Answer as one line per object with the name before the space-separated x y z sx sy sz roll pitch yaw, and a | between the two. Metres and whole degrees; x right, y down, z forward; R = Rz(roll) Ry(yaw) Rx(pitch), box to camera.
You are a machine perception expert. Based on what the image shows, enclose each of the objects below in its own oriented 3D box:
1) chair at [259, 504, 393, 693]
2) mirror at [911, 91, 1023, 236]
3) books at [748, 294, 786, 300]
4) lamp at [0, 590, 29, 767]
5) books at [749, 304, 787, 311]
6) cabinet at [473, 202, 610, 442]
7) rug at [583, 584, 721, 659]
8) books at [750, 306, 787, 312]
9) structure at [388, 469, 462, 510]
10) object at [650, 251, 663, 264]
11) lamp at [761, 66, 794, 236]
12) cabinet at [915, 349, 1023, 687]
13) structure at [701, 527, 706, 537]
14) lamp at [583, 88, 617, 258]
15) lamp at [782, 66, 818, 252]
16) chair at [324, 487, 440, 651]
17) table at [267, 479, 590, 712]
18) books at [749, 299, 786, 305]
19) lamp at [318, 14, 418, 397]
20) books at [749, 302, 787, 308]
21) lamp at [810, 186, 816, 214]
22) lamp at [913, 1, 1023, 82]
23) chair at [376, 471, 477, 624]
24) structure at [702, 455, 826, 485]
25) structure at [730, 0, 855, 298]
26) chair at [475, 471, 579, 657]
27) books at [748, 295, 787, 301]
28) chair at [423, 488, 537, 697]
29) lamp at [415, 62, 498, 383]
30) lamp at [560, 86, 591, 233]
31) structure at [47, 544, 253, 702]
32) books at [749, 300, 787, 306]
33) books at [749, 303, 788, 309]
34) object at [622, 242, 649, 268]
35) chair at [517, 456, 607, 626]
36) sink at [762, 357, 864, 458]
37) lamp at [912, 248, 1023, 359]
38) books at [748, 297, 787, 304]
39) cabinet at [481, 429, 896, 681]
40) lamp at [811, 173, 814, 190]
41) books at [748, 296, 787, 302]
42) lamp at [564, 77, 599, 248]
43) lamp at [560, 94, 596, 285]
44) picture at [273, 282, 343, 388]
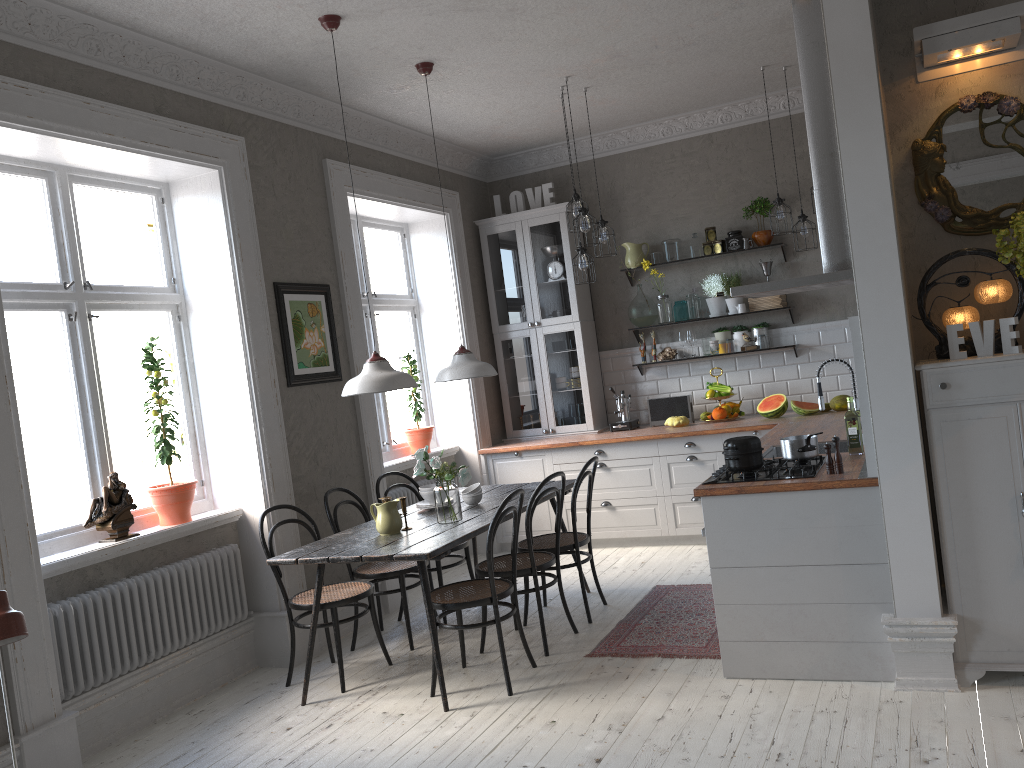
chair | -0.988 1.083 4.646 0.539 0.921 0.446 -7 2 32
mirror | 1.967 -0.924 3.713 0.524 0.593 0.072 -7 2 24
books | 1.999 -0.686 6.943 0.256 0.011 0.160 -7 1 30
lamp | -1.200 0.907 2.133 0.140 0.839 0.247 -8 2 -30
books | 2.010 -0.600 6.945 0.256 0.011 0.160 -7 1 30
cabinet | 0.271 -0.490 7.544 0.866 1.921 0.394 -7 2 24
rug | 0.957 1.279 4.879 0.724 0.014 1.309 -7 1 25
books | 2.011 -0.589 6.945 0.256 0.011 0.160 -7 1 27
structure | -0.666 0.937 6.673 0.146 0.428 1.241 -7 1 23
object | 1.190 -1.025 7.260 0.101 0.111 0.105 -7 2 24
lamp | 1.749 -1.890 6.067 0.149 1.735 0.144 -8 2 -34
cabinet | 2.048 0.520 3.548 0.656 1.297 0.390 -7 2 24
structure | 1.269 0.747 4.156 0.608 0.623 0.632 -7 2 24
lamp | 0.531 -1.734 6.030 0.145 1.735 0.148 -7 2 11
lamp | 1.938 -1.793 6.142 0.147 1.735 0.146 -8 2 -4
chair | -0.754 1.041 5.158 0.541 0.921 0.444 -7 2 22
table | -0.318 1.083 4.949 0.890 0.735 1.950 -7 1 25
books | 2.004 -0.643 6.944 0.256 0.011 0.160 -7 1 27
lamp | -0.775 -0.879 4.379 0.386 1.859 0.372 -8 2 -28
books | 2.007 -0.621 6.944 0.256 0.016 0.161 -7 1 33
lamp | 2.072 -2.065 6.179 0.149 1.735 0.144 -8 2 -24
lamp | 1.873 -1.394 3.624 0.409 0.171 0.223 -7 1 24
chair | -0.530 1.003 5.598 0.538 0.921 0.447 -6 2 37
structure | 1.200 0.389 4.160 0.488 0.031 0.615 -7 1 25
structure | 1.567 -1.331 5.017 0.701 1.596 0.723 -7 2 24
chair | 0.064 0.944 4.756 0.539 0.921 0.446 -7 2 32
books | 2.000 -0.675 6.943 0.256 0.016 0.161 -7 1 33
chair | -0.161 0.983 4.264 0.541 0.921 0.444 -7 2 22
lamp | -0.392 -0.946 5.200 0.372 1.859 0.386 -7 2 32
lamp | 0.345 -1.890 5.925 0.145 1.735 0.148 -7 2 11
structure | -1.751 1.127 4.345 0.146 0.428 1.241 -7 1 23
books | 2.006 -0.632 6.944 0.256 0.011 0.160 -7 1 30
books | 2.008 -0.611 6.945 0.256 0.016 0.161 -7 2 37
object | 1.015 -1.057 7.269 0.187 0.216 0.177 -6 2 38
chair | 0.287 0.905 5.193 0.541 0.921 0.444 -7 2 22
sink | 1.592 0.234 4.695 0.520 0.720 0.493 -7 2 24
lamp | 1.898 -0.280 3.653 0.441 0.558 0.175 -7 2 32
books | 2.003 -0.654 6.943 0.256 0.011 0.160 -7 1 30
cabinet | 1.324 0.787 5.742 2.014 0.854 4.138 -8 1 -19
lamp | 2.020 -2.184 6.003 0.147 1.735 0.146 -8 2 -4
books | 2.001 -0.664 6.943 0.256 0.016 0.161 -7 2 37
lamp | 0.379 -1.759 5.745 0.148 1.735 0.145 -8 2 -19
lamp | 0.397 -1.558 6.106 0.148 1.735 0.146 -8 2 -9
picture | -1.232 -0.306 5.398 0.019 0.620 0.529 -7 2 25
